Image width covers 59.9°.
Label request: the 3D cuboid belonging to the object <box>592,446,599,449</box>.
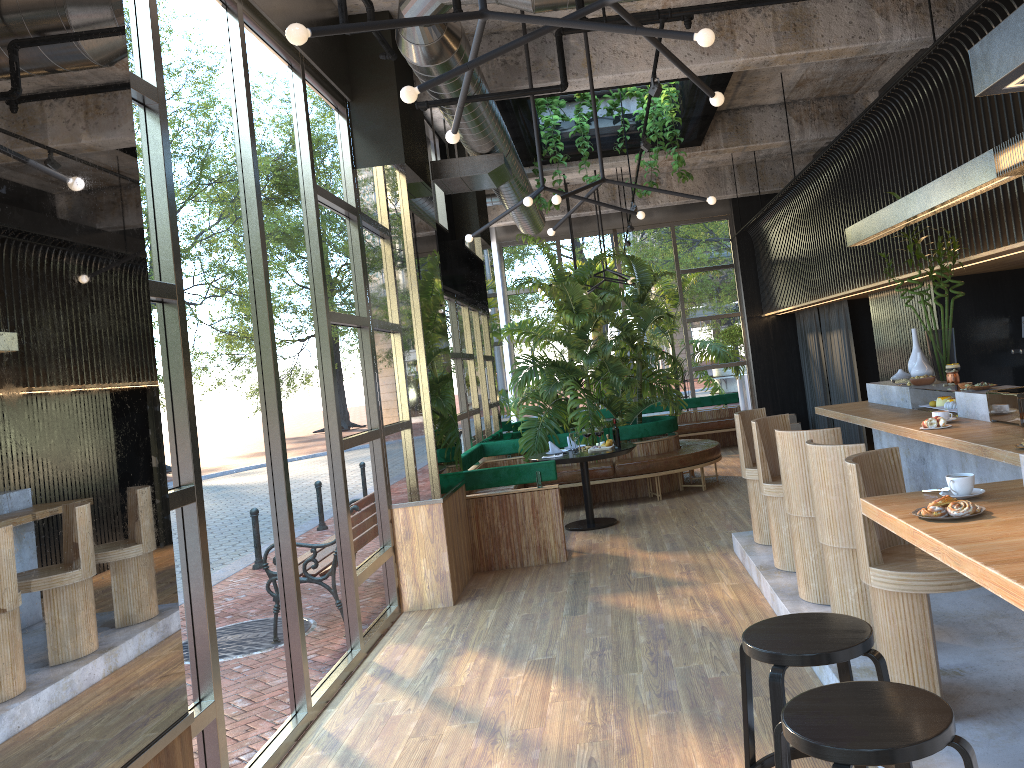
[{"bbox_3d":[0.859,0.635,9.000,0.101,0.013,0.223,-7,1,10],"label":"object"}]

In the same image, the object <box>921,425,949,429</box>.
[{"bbox_3d":[2.339,0.236,4.900,0.116,0.005,0.126,-6,1,43],"label":"object"}]

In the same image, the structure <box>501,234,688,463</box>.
[{"bbox_3d":[1.018,-0.309,11.381,2.485,3.442,2.608,-6,-2,-12],"label":"structure"}]

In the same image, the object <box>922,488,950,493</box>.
[{"bbox_3d":[1.448,0.363,3.028,0.030,0.027,0.131,-6,1,-17],"label":"object"}]

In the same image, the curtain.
[{"bbox_3d":[4.522,-0.124,12.755,0.121,2.061,3.283,-7,0,6],"label":"curtain"}]

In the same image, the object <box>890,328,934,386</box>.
[{"bbox_3d":[2.912,-0.201,6.412,0.332,0.398,0.303,-6,-2,-38],"label":"object"}]

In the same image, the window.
[{"bbox_3d":[0.551,-1.754,4.745,4.124,6.504,20.419,-7,0,6],"label":"window"}]

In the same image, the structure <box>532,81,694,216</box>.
[{"bbox_3d":[1.222,-2.758,10.050,2.073,1.519,1.476,-7,-1,32],"label":"structure"}]

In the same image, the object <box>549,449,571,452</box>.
[{"bbox_3d":[0.487,0.692,9.285,0.165,0.019,0.242,-7,1,-36],"label":"object"}]

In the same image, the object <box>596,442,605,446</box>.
[{"bbox_3d":[0.943,0.611,9.101,0.192,0.038,0.064,-6,0,37],"label":"object"}]

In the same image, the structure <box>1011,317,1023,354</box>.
[{"bbox_3d":[4.875,0.141,7.810,0.548,1.597,0.840,-7,-2,4],"label":"structure"}]

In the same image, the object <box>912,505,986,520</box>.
[{"bbox_3d":[1.325,0.390,2.694,0.195,0.013,0.216,-6,1,39],"label":"object"}]

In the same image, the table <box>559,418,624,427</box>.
[{"bbox_3d":[1.174,0.943,12.918,1.134,0.752,1.065,-7,0,-17],"label":"table"}]

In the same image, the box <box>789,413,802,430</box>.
[{"bbox_3d":[4.370,0.694,13.889,0.337,0.443,0.275,-7,-2,-8],"label":"box"}]

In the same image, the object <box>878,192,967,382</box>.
[{"bbox_3d":[3.027,-0.645,6.415,0.639,1.552,0.614,-9,-3,42],"label":"object"}]

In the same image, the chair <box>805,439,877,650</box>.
[{"bbox_3d":[1.769,0.740,4.318,0.574,0.971,0.519,-5,-3,-36],"label":"chair"}]

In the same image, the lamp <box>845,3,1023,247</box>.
[{"bbox_3d":[3.560,-2.240,4.001,5.004,2.136,6.704,-7,0,-2],"label":"lamp"}]

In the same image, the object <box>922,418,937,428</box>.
[{"bbox_3d":[2.299,0.214,4.894,0.061,0.059,0.073,-7,-1,-6],"label":"object"}]

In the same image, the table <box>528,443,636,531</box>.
[{"bbox_3d":[0.756,1.052,8.975,1.149,0.752,1.050,-7,0,-28],"label":"table"}]

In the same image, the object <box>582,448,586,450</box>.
[{"bbox_3d":[0.734,0.666,9.052,0.032,0.019,0.038,-7,0,16],"label":"object"}]

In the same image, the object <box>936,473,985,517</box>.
[{"bbox_3d":[1.378,0.352,2.831,0.173,0.073,0.436,-7,1,39],"label":"object"}]

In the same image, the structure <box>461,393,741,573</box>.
[{"bbox_3d":[1.941,0.574,4.614,6.008,1.551,20.169,-7,1,6],"label":"structure"}]

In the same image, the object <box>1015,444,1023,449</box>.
[{"bbox_3d":[2.226,0.265,3.788,0.156,0.013,0.143,-7,1,-25],"label":"object"}]

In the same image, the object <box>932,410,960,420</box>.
[{"bbox_3d":[2.483,0.183,5.093,0.136,0.064,0.108,-7,0,-18],"label":"object"}]

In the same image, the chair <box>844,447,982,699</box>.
[{"bbox_3d":[1.674,0.763,3.548,0.575,0.971,0.518,-5,-3,-40],"label":"chair"}]

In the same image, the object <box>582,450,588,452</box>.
[{"bbox_3d":[0.728,0.671,8.950,0.062,0.013,0.148,-7,1,0],"label":"object"}]

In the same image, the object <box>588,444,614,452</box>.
[{"bbox_3d":[0.917,0.644,9.003,0.234,0.019,0.360,-7,1,14],"label":"object"}]

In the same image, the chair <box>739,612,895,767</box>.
[{"bbox_3d":[0.983,1.141,2.830,0.517,0.697,0.511,-7,-2,-1],"label":"chair"}]

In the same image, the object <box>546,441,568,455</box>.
[{"bbox_3d":[0.454,0.645,9.039,0.239,0.139,0.227,-7,0,-13],"label":"object"}]

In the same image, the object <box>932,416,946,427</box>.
[{"bbox_3d":[2.352,0.207,4.909,0.073,0.060,0.125,-6,0,-26],"label":"object"}]

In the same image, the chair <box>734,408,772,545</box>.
[{"bbox_3d":[2.008,0.676,6.691,0.536,0.971,0.558,-7,-2,14],"label":"chair"}]

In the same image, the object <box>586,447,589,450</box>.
[{"bbox_3d":[0.767,0.657,8.990,0.032,0.031,0.040,-7,-1,29],"label":"object"}]

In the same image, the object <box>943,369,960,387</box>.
[{"bbox_3d":[2.858,-0.041,5.794,0.161,0.107,0.085,-7,-1,-41],"label":"object"}]

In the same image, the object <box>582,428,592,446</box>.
[{"bbox_3d":[0.787,0.565,9.280,0.104,0.201,0.100,-6,-2,-8],"label":"object"}]

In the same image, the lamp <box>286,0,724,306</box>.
[{"bbox_3d":[1.852,-2.195,4.994,5.067,1.826,18.955,-7,1,6],"label":"lamp"}]

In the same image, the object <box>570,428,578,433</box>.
[{"bbox_3d":[0.632,0.566,8.940,0.095,0.245,0.090,-6,-3,-14],"label":"object"}]

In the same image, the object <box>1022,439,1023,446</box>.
[{"bbox_3d":[2.227,0.250,3.790,0.092,0.041,0.148,-7,1,37],"label":"object"}]

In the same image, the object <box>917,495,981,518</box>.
[{"bbox_3d":[1.326,0.371,2.688,0.161,0.053,0.154,-7,1,-42],"label":"object"}]

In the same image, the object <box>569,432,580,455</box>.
[{"bbox_3d":[0.624,0.588,8.770,0.100,0.209,0.110,-8,-3,38],"label":"object"}]

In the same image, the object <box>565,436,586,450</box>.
[{"bbox_3d":[0.660,0.615,9.361,0.239,0.139,0.227,-7,0,-13],"label":"object"}]

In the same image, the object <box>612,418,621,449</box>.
[{"bbox_3d":[1.039,0.491,8.871,0.066,0.299,0.070,-8,-3,20],"label":"object"}]

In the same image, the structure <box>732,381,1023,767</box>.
[{"bbox_3d":[4.213,0.219,3.716,5.829,1.733,7.143,-7,1,4],"label":"structure"}]

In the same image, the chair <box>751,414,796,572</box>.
[{"bbox_3d":[1.921,0.698,5.882,0.568,0.971,0.526,-6,-2,-22],"label":"chair"}]

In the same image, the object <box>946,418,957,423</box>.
[{"bbox_3d":[2.465,0.213,5.093,0.161,0.020,0.160,-7,1,0],"label":"object"}]

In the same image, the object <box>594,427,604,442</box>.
[{"bbox_3d":[0.912,0.550,9.237,0.104,0.201,0.100,-6,-2,-8],"label":"object"}]

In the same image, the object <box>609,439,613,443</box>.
[{"bbox_3d":[1.011,0.604,9.198,0.058,0.072,0.209,-7,0,-4],"label":"object"}]

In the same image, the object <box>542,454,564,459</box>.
[{"bbox_3d":[0.422,0.708,8.779,0.254,0.019,0.158,-7,1,2],"label":"object"}]

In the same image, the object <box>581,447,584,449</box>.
[{"bbox_3d":[0.730,0.662,9.172,0.024,0.025,0.047,-7,0,23],"label":"object"}]

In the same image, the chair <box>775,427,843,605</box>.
[{"bbox_3d":[1.859,0.717,5.132,0.525,0.971,0.568,-8,-2,27],"label":"chair"}]

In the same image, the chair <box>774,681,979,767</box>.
[{"bbox_3d":[0.915,1.159,2.183,0.522,0.697,0.507,-7,-2,-6],"label":"chair"}]

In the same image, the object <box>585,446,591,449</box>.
[{"bbox_3d":[0.779,0.654,9.144,0.096,0.028,0.130,-7,1,19],"label":"object"}]

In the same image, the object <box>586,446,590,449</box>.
[{"bbox_3d":[0.777,0.654,9.081,0.032,0.032,0.037,-7,-1,2],"label":"object"}]

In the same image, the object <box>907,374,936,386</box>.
[{"bbox_3d":[2.839,-0.027,6.163,0.187,0.073,0.233,-7,1,24],"label":"object"}]

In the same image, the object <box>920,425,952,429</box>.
[{"bbox_3d":[2.340,0.238,4.904,0.163,0.005,0.171,-7,1,15],"label":"object"}]

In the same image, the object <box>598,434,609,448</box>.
[{"bbox_3d":[0.918,0.573,8.911,0.143,0.124,0.097,-7,-2,-16],"label":"object"}]

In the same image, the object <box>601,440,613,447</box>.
[{"bbox_3d":[0.959,0.597,9.000,0.099,0.064,0.162,-7,0,-25],"label":"object"}]

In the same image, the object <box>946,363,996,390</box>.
[{"bbox_3d":[2.794,-0.043,5.540,0.208,0.135,0.814,-7,1,12],"label":"object"}]

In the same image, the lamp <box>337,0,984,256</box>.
[{"bbox_3d":[1.293,-2.353,9.300,3.785,1.534,10.035,-7,1,3],"label":"lamp"}]
